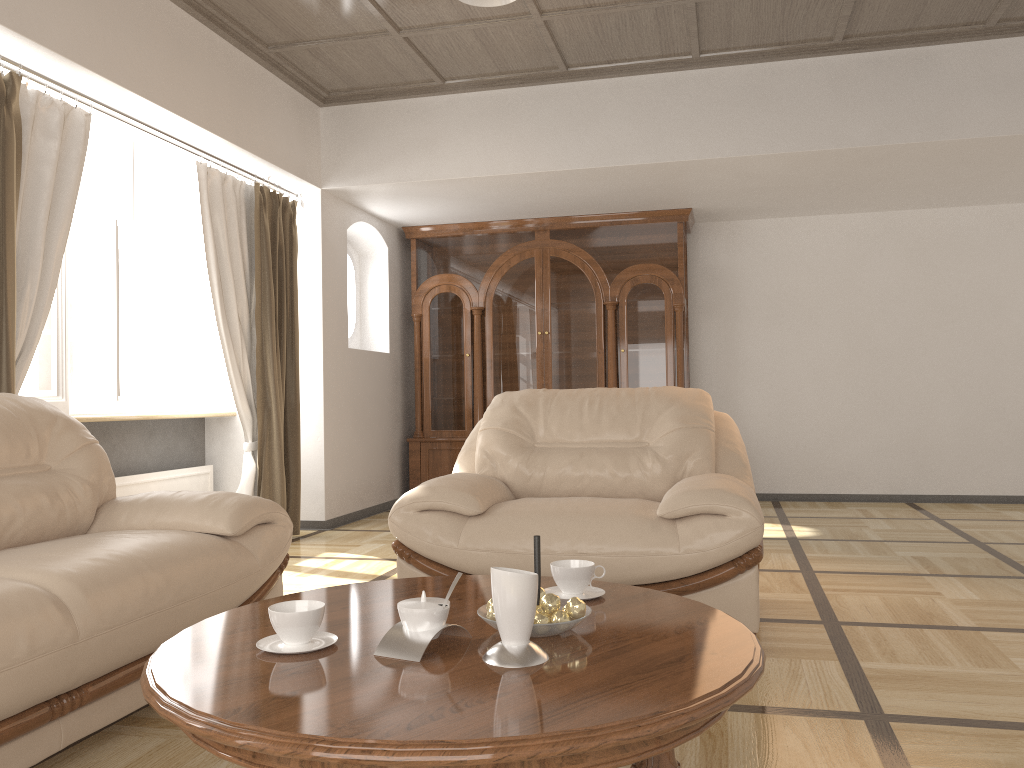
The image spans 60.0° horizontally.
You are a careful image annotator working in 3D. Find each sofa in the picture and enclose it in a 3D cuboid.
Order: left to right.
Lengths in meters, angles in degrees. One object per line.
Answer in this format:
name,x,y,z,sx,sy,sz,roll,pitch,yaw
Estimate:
sofa,-1.475,0.461,2.105,1.051,0.900,2.135,-1,-1,14
sofa,0.300,0.459,3.494,1.318,0.900,1.052,-1,-1,14

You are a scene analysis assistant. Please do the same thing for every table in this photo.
table,-0.101,0.687,1.757,1.167,0.392,1.169,-1,-1,9

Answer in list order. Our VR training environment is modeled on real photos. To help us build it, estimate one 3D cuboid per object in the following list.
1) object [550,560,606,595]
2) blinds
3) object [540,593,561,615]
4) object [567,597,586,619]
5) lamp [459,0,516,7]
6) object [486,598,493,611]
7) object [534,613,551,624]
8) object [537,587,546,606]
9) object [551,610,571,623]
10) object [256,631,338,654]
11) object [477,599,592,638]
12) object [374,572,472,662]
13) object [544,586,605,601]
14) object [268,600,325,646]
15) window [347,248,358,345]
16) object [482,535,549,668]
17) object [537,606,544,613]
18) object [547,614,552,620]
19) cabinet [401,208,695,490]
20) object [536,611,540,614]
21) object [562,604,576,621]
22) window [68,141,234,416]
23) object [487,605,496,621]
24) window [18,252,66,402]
object,0.145,0.452,2.056,0.114,0.071,0.105,-2,-1,29
blinds,-2.088,-0.212,3.189,0.285,2.294,5.765,-1,-1,14
object,0.075,0.430,1.734,0.040,0.041,0.037,-2,-1,37
object,0.125,0.435,1.721,0.038,0.042,0.038,-1,-1,22
lamp,-0.130,-1.470,1.823,0.741,1.094,0.713,-1,-1,14
object,-0.032,0.451,1.790,0.040,0.040,0.038,-1,-1,-7
object,0.057,0.463,1.717,0.039,0.040,0.038,-1,-1,4
object,0.050,0.431,1.807,0.038,0.044,0.038,-1,-1,20
object,0.094,0.457,1.714,0.039,0.039,0.041,-1,-1,-9
object,-0.404,0.489,1.670,0.150,0.010,0.150,-1,-1,-1
object,0.045,0.469,1.762,0.227,0.039,0.227,-2,-1,39
object,-0.163,0.423,1.654,0.104,0.133,0.178,-2,-1,29
object,0.141,0.487,2.058,0.150,0.010,0.150,-1,-1,3
object,-0.407,0.454,1.675,0.105,0.071,0.114,0,-1,-26
window,-1.332,-0.690,6.838,0.050,0.784,0.600,-1,-1,14
object,0.005,0.380,1.574,0.119,0.210,0.119,-1,-1,-9
object,0.062,0.465,1.790,0.040,0.039,0.039,-1,-1,3
object,0.078,0.465,1.752,0.041,0.038,0.040,-2,-1,42
cabinet,0.315,-0.170,7.304,2.360,2.298,0.587,-1,-1,14
object,0.040,0.466,1.756,0.039,0.038,0.041,0,-1,-34
object,0.116,0.455,1.754,0.038,0.041,0.041,-1,-1,-2
window,-2.162,-0.568,5.349,0.782,1.500,1.653,-1,-1,14
object,-0.028,0.454,1.752,0.041,0.038,0.039,0,-1,-33
window,-2.643,-0.596,3.419,0.784,1.500,1.759,-1,-1,13
